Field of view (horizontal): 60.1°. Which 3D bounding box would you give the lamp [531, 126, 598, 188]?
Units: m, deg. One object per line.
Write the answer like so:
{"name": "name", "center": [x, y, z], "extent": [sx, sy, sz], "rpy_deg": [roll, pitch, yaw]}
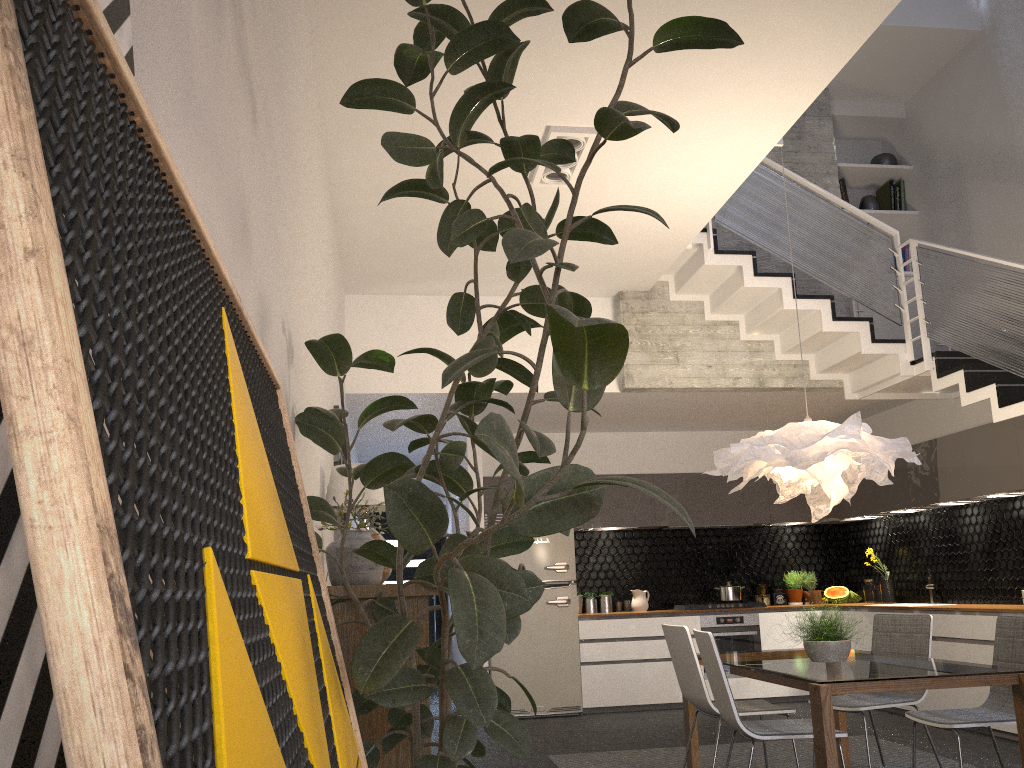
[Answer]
{"name": "lamp", "center": [0.286, -1.288, 5.016], "extent": [0.253, 0.065, 0.652], "rpy_deg": [0, -13, -8]}

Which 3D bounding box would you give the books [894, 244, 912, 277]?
{"name": "books", "center": [3.602, -1.075, 8.265], "extent": [0.146, 0.379, 0.275], "rpy_deg": [-1, -11, -8]}

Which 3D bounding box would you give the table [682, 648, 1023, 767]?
{"name": "table", "center": [1.662, 1.799, 4.578], "extent": [0.997, 0.707, 1.819], "rpy_deg": [0, -13, -8]}

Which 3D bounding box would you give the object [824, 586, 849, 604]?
{"name": "object", "center": [3.273, 2.126, 8.926], "extent": [0.236, 0.172, 0.219], "rpy_deg": [-7, -13, 20]}

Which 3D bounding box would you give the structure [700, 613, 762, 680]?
{"name": "structure", "center": [2.052, 2.548, 8.659], "extent": [0.587, 0.583, 0.590], "rpy_deg": [0, -12, -8]}

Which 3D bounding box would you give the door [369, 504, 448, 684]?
{"name": "door", "center": [-1.392, 2.726, 11.473], "extent": [1.108, 2.293, 0.162], "rpy_deg": [-1, -10, -8]}

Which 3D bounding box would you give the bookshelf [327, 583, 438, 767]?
{"name": "bookshelf", "center": [-0.541, 1.387, 3.449], "extent": [0.451, 1.160, 1.939], "rpy_deg": [-1, -12, -8]}

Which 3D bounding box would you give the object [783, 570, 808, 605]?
{"name": "object", "center": [2.919, 2.090, 9.105], "extent": [0.245, 0.350, 0.237], "rpy_deg": [-1, -11, -4]}

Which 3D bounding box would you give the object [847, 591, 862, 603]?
{"name": "object", "center": [3.479, 2.159, 8.996], "extent": [0.149, 0.126, 0.226], "rpy_deg": [-9, -14, 31]}

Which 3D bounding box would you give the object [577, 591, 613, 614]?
{"name": "object", "center": [0.782, 2.167, 8.797], "extent": [0.482, 0.218, 0.174], "rpy_deg": [0, -12, -11]}

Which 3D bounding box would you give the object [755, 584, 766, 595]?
{"name": "object", "center": [2.549, 2.110, 9.087], "extent": [0.083, 0.112, 0.083], "rpy_deg": [4, -13, -28]}

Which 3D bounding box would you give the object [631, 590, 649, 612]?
{"name": "object", "center": [1.288, 2.170, 8.875], "extent": [0.190, 0.213, 0.173], "rpy_deg": [-3, -11, 5]}

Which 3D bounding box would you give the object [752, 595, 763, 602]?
{"name": "object", "center": [2.518, 2.222, 9.075], "extent": [0.083, 0.112, 0.083], "rpy_deg": [0, -11, -8]}

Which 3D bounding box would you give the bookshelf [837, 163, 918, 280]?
{"name": "bookshelf", "center": [3.190, -1.416, 8.190], "extent": [0.973, 1.096, 0.447], "rpy_deg": [0, -11, -8]}

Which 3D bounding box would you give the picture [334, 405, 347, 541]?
{"name": "picture", "center": [-1.104, 1.258, 5.733], "extent": [0.033, 2.008, 1.245], "rpy_deg": [-1, -11, -8]}

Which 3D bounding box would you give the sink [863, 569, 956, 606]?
{"name": "sink", "center": [3.488, 1.853, 7.764], "extent": [0.489, 0.444, 0.731], "rpy_deg": [0, -12, -8]}

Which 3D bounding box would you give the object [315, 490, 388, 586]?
{"name": "object", "center": [-0.643, 0.629, 3.634], "extent": [0.386, 0.408, 0.277], "rpy_deg": [5, -13, -30]}

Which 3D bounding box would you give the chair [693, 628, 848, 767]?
{"name": "chair", "center": [1.201, 1.612, 4.146], "extent": [0.601, 0.910, 0.480], "rpy_deg": [-2, -11, 1]}

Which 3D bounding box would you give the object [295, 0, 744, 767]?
{"name": "object", "center": [-0.120, 0.069, 2.266], "extent": [0.909, 3.168, 2.028], "rpy_deg": [4, -13, -30]}

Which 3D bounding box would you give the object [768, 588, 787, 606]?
{"name": "object", "center": [2.726, 2.189, 9.101], "extent": [0.141, 0.172, 0.143], "rpy_deg": [0, -12, -8]}

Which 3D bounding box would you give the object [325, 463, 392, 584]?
{"name": "object", "center": [-0.710, 0.690, 4.255], "extent": [0.390, 0.576, 0.392], "rpy_deg": [7, -14, -39]}

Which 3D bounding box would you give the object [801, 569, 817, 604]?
{"name": "object", "center": [3.061, 2.073, 9.109], "extent": [0.170, 0.375, 0.185], "rpy_deg": [-8, -12, 28]}

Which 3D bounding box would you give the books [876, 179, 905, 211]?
{"name": "books", "center": [3.572, -1.695, 8.356], "extent": [0.160, 0.378, 0.268], "rpy_deg": [-1, -11, -8]}

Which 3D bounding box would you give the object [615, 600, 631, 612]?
{"name": "object", "center": [1.111, 2.228, 8.874], "extent": [0.160, 0.109, 0.078], "rpy_deg": [-1, -11, -3]}

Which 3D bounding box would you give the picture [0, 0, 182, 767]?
{"name": "picture", "center": [-0.232, 0.214, 0.323], "extent": [0.207, 1.999, 0.967], "rpy_deg": [-1, -11, -8]}

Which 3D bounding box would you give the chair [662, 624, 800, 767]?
{"name": "chair", "center": [1.191, 1.783, 4.876], "extent": [0.601, 0.910, 0.480], "rpy_deg": [-1, -11, -8]}

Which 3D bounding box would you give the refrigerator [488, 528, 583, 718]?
{"name": "refrigerator", "center": [0.161, 2.240, 8.394], "extent": [0.829, 1.694, 0.777], "rpy_deg": [-1, -11, -8]}

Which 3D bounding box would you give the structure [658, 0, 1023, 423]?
{"name": "structure", "center": [1.851, -1.674, 6.268], "extent": [4.234, 8.227, 8.549], "rpy_deg": [-1, -12, -8]}

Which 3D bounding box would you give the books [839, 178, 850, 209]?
{"name": "books", "center": [3.042, -1.690, 8.297], "extent": [0.134, 0.378, 0.275], "rpy_deg": [-1, -11, -8]}

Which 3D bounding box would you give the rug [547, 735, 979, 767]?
{"name": "rug", "center": [1.672, 2.139, 4.499], "extent": [2.370, 0.006, 3.725], "rpy_deg": [0, -13, -8]}

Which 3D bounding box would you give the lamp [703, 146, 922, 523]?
{"name": "lamp", "center": [1.533, -1.799, 5.211], "extent": [1.118, 5.161, 1.072], "rpy_deg": [-3, -10, 2]}

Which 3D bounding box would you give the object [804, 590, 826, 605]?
{"name": "object", "center": [3.074, 2.164, 8.978], "extent": [0.210, 0.139, 0.125], "rpy_deg": [-8, -13, 25]}

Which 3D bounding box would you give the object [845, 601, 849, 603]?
{"name": "object", "center": [3.471, 2.203, 9.169], "extent": [0.132, 0.118, 0.206], "rpy_deg": [-5, -13, 11]}

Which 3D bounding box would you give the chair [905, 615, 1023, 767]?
{"name": "chair", "center": [2.294, 1.606, 4.293], "extent": [0.601, 0.910, 0.480], "rpy_deg": [-1, -11, -6]}

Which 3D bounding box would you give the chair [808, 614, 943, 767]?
{"name": "chair", "center": [2.048, 1.780, 5.002], "extent": [0.602, 0.910, 0.479], "rpy_deg": [2, -12, -22]}

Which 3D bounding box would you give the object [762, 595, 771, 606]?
{"name": "object", "center": [2.605, 2.221, 9.084], "extent": [0.083, 0.112, 0.083], "rpy_deg": [-2, -11, 1]}

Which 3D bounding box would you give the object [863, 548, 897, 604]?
{"name": "object", "center": [3.542, 1.853, 8.575], "extent": [0.257, 0.537, 0.431], "rpy_deg": [-5, -12, 15]}

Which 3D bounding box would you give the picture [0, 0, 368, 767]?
{"name": "picture", "center": [-0.198, 0.597, 1.046], "extent": [0.386, 1.589, 1.513], "rpy_deg": [-1, -12, -8]}

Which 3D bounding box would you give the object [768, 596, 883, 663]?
{"name": "object", "center": [1.629, 1.286, 4.656], "extent": [0.531, 0.363, 0.675], "rpy_deg": [1, -13, -13]}
